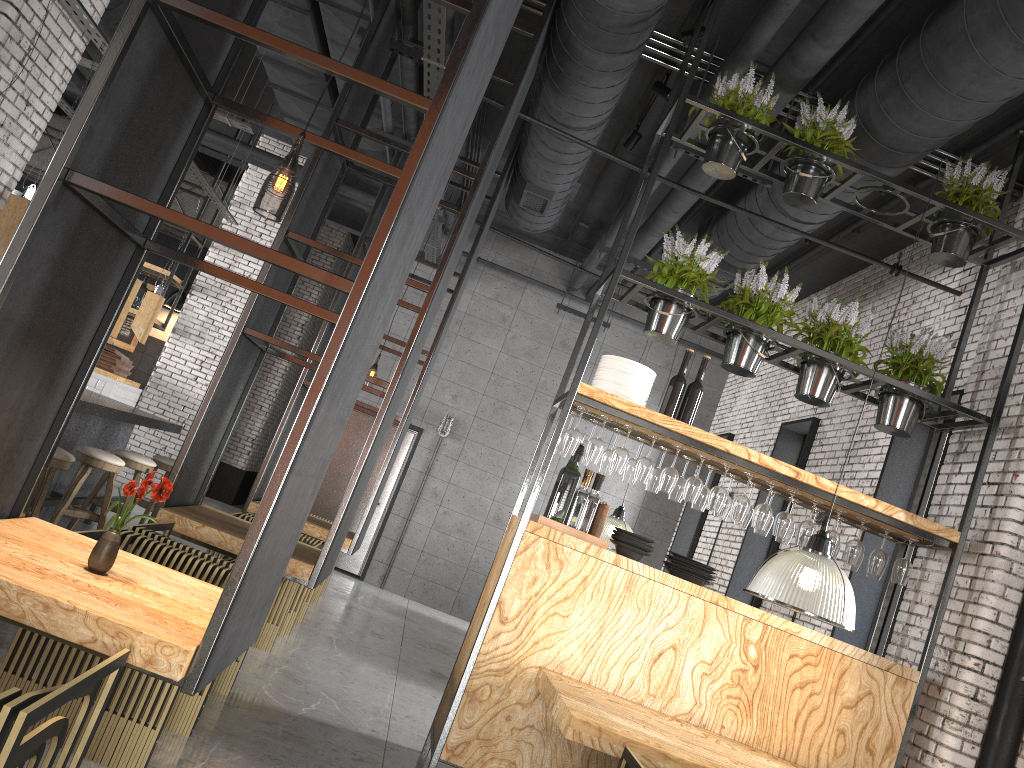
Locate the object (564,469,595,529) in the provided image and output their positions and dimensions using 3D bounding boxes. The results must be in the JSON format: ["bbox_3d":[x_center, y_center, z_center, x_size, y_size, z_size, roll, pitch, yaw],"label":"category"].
[{"bbox_3d":[0.376,0.656,4.959,0.070,0.369,0.107,22,-9,-3],"label":"object"}]

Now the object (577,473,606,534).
[{"bbox_3d":[0.437,0.681,4.963,0.070,0.369,0.107,22,-9,-3],"label":"object"}]

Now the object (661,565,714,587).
[{"bbox_3d":[0.982,1.092,4.991,0.306,0.035,0.304,15,-10,35],"label":"object"}]

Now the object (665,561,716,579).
[{"bbox_3d":[0.993,1.060,4.996,0.306,0.046,0.304,13,-12,45],"label":"object"}]

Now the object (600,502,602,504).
[{"bbox_3d":[0.471,0.798,5.116,0.056,0.249,0.056,23,-9,-10],"label":"object"}]

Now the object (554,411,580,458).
[{"bbox_3d":[0.323,0.294,5.191,0.101,0.268,0.100,15,-11,34],"label":"object"}]

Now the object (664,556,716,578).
[{"bbox_3d":[1.000,1.047,4.998,0.306,0.042,0.304,13,-12,44],"label":"object"}]

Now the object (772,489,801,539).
[{"bbox_3d":[1.534,0.728,4.958,0.101,0.268,0.100,15,-11,34],"label":"object"}]

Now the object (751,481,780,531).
[{"bbox_3d":[1.415,0.681,4.953,0.101,0.268,0.100,15,-11,34],"label":"object"}]

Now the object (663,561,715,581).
[{"bbox_3d":[0.991,1.068,4.994,0.306,0.044,0.305,21,-8,-2],"label":"object"}]

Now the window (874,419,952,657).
[{"bbox_3d":[2.820,1.436,6.325,0.365,2.707,0.746,22,-9,-3],"label":"window"}]

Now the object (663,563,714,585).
[{"bbox_3d":[0.986,1.082,4.992,0.306,0.041,0.304,19,-9,15],"label":"object"}]

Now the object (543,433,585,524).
[{"bbox_3d":[0.315,0.531,4.957,0.106,0.556,0.156,22,-9,-3],"label":"object"}]

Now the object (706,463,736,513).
[{"bbox_3d":[1.163,0.582,4.943,0.101,0.268,0.100,15,-11,34],"label":"object"}]

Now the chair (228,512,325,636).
[{"bbox_3d":[-1.873,1.473,6.998,0.657,0.732,0.637,21,-9,-2],"label":"chair"}]

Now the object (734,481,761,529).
[{"bbox_3d":[1.387,0.715,5.236,0.101,0.268,0.100,15,-11,34],"label":"object"}]

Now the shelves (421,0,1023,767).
[{"bbox_3d":[1.491,0.170,5.207,2.332,5.034,0.688,22,-9,-2],"label":"shelves"}]

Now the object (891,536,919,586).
[{"bbox_3d":[2.210,0.996,4.987,0.101,0.268,0.100,16,-10,28],"label":"object"}]

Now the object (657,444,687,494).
[{"bbox_3d":[0.889,0.474,4.932,0.101,0.268,0.100,15,-11,34],"label":"object"}]

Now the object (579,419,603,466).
[{"bbox_3d":[0.451,0.345,5.197,0.101,0.268,0.100,15,-11,34],"label":"object"}]

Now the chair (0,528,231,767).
[{"bbox_3d":[-1.581,1.070,3.684,0.657,0.732,0.636,21,-9,0],"label":"chair"}]

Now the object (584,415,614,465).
[{"bbox_3d":[0.478,0.311,4.914,0.101,0.268,0.100,15,-11,34],"label":"object"}]

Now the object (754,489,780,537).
[{"bbox_3d":[1.506,0.762,5.241,0.101,0.268,0.100,15,-11,34],"label":"object"}]

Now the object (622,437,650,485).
[{"bbox_3d":[0.725,0.453,5.208,0.101,0.268,0.100,15,-11,34],"label":"object"}]

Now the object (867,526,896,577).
[{"bbox_3d":[2.073,0.942,4.981,0.101,0.268,0.100,16,-10,28],"label":"object"}]

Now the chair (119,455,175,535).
[{"bbox_3d":[-3.189,1.075,8.037,0.437,0.808,0.481,27,-11,-33],"label":"chair"}]

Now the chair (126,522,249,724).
[{"bbox_3d":[-1.654,1.161,4.446,0.657,0.732,0.636,21,-9,-1],"label":"chair"}]

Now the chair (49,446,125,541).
[{"bbox_3d":[-3.015,0.867,6.270,0.438,0.808,0.480,23,-9,-14],"label":"chair"}]

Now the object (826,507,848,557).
[{"bbox_3d":[1.799,0.833,4.970,0.101,0.268,0.100,16,-10,28],"label":"object"}]

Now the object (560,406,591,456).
[{"bbox_3d":[0.350,0.260,4.909,0.101,0.268,0.100,15,-11,34],"label":"object"}]

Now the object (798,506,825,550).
[{"bbox_3d":[1.772,0.867,5.252,0.101,0.268,0.100,16,-10,28],"label":"object"}]

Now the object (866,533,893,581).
[{"bbox_3d":[2.183,1.029,5.269,0.101,0.268,0.100,16,-10,28],"label":"object"}]

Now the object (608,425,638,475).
[{"bbox_3d":[0.615,0.365,4.920,0.101,0.268,0.100,15,-11,34],"label":"object"}]

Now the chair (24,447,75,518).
[{"bbox_3d":[-2.959,0.744,5.338,0.440,0.808,0.478,12,-13,46],"label":"chair"}]

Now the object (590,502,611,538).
[{"bbox_3d":[0.487,0.778,4.945,0.056,0.249,0.056,23,-9,-10],"label":"object"}]

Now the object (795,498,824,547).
[{"bbox_3d":[1.662,0.779,4.964,0.101,0.268,0.100,15,-11,34],"label":"object"}]

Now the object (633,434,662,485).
[{"bbox_3d":[0.752,0.419,4.926,0.101,0.268,0.100,15,-11,34],"label":"object"}]

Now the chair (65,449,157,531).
[{"bbox_3d":[-3.231,0.921,7.152,0.438,0.808,0.479,22,-9,-4],"label":"chair"}]

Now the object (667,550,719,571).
[{"bbox_3d":[1.015,1.009,5.007,0.305,0.040,0.306,24,-9,-19],"label":"object"}]

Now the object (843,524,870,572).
[{"bbox_3d":[2.046,0.975,5.263,0.101,0.268,0.100,16,-10,28],"label":"object"}]

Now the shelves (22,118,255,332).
[{"bbox_3d":[-6.622,-3.175,11.476,5.675,3.076,0.596,22,-9,-2],"label":"shelves"}]

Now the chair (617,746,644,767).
[{"bbox_3d":[0.647,1.857,3.173,0.657,0.732,0.637,22,-9,-2],"label":"chair"}]

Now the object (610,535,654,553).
[{"bbox_3d":[0.667,0.929,5.002,0.257,0.076,0.256,22,-8,-3],"label":"object"}]

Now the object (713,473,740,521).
[{"bbox_3d":[1.265,0.666,5.231,0.101,0.268,0.100,15,-11,34],"label":"object"}]

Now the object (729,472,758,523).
[{"bbox_3d":[1.293,0.633,4.948,0.101,0.268,0.100,15,-11,34],"label":"object"}]

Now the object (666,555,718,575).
[{"bbox_3d":[1.005,1.033,5.001,0.306,0.037,0.305,21,-8,-1],"label":"object"}]

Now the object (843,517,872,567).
[{"bbox_3d":[1.936,0.887,4.975,0.101,0.268,0.100,16,-10,28],"label":"object"}]

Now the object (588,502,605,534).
[{"bbox_3d":[0.479,0.788,5.030,0.056,0.249,0.056,23,-9,-10],"label":"object"}]

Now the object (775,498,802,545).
[{"bbox_3d":[1.635,0.812,5.246,0.101,0.268,0.100,15,-11,34],"label":"object"}]

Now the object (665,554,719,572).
[{"bbox_3d":[1.009,1.022,5.004,0.306,0.049,0.304,18,-9,22],"label":"object"}]

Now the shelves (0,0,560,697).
[{"bbox_3d":[-0.836,-0.991,5.725,1.003,4.380,6.131,22,-9,-3],"label":"shelves"}]

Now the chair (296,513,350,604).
[{"bbox_3d":[-2.063,1.675,8.767,0.656,0.732,0.637,22,-9,-3],"label":"chair"}]

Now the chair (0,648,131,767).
[{"bbox_3d":[-1.380,0.871,1.902,0.656,0.732,0.637,22,-9,-4],"label":"chair"}]

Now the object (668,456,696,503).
[{"bbox_3d":[0.999,0.561,5.219,0.101,0.268,0.100,15,-11,34],"label":"object"}]

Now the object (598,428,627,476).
[{"bbox_3d":[0.588,0.399,5.202,0.101,0.268,0.100,15,-11,34],"label":"object"}]

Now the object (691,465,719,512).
[{"bbox_3d":[1.136,0.615,5.225,0.101,0.268,0.100,15,-11,34],"label":"object"}]

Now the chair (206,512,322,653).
[{"bbox_3d":[-1.821,1.379,6.264,0.656,0.732,0.637,22,-9,-3],"label":"chair"}]

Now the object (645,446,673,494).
[{"bbox_3d":[0.862,0.507,5.214,0.101,0.268,0.100,15,-11,34],"label":"object"}]

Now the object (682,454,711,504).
[{"bbox_3d":[1.026,0.528,4.937,0.101,0.268,0.100,15,-11,34],"label":"object"}]

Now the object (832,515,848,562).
[{"bbox_3d":[1.909,0.921,5.257,0.101,0.268,0.100,16,-10,28],"label":"object"}]
